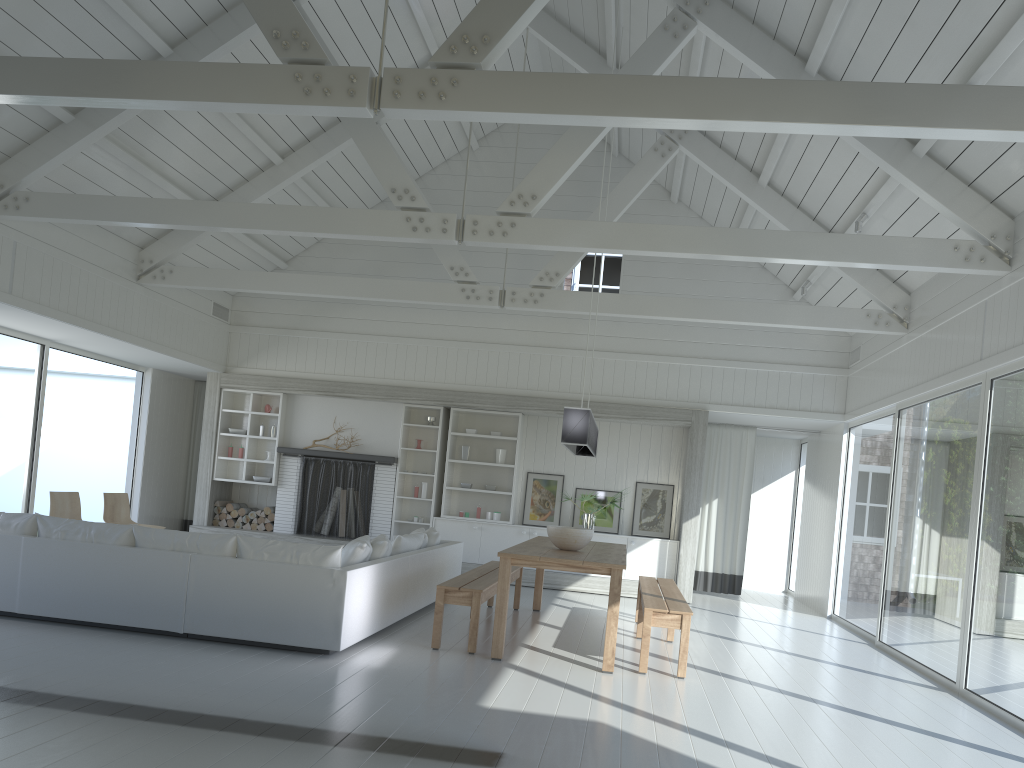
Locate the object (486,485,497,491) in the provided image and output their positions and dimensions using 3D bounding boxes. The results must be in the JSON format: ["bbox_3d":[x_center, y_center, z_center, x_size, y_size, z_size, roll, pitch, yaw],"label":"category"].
[{"bbox_3d":[-0.276,1.387,11.738,0.141,0.066,0.142,5,-6,8],"label":"object"}]

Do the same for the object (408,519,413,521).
[{"bbox_3d":[-1.353,1.814,11.734,0.054,0.025,0.054,5,-6,8],"label":"object"}]

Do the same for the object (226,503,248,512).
[{"bbox_3d":[-3.785,1.701,12.147,0.110,0.110,0.497,5,-7,6],"label":"object"}]

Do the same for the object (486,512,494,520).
[{"bbox_3d":[-0.283,1.739,11.632,0.091,0.095,0.091,2,-5,42],"label":"object"}]

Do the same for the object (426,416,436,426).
[{"bbox_3d":[-1.075,0.499,11.695,0.161,0.124,0.163,1,-6,40],"label":"object"}]

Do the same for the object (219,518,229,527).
[{"bbox_3d":[-3.872,1.920,12.169,0.134,0.146,0.551,5,-6,8],"label":"object"}]

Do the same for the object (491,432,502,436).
[{"bbox_3d":[-0.210,0.677,11.746,0.141,0.066,0.142,5,-6,8],"label":"object"}]

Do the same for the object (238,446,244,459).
[{"bbox_3d":[-3.671,0.914,11.951,0.054,0.196,0.054,5,-1,9],"label":"object"}]

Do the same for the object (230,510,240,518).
[{"bbox_3d":[-3.723,1.785,12.136,0.109,0.109,0.497,5,-7,6],"label":"object"}]

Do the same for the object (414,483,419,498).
[{"bbox_3d":[-1.268,1.413,11.729,0.054,0.196,0.054,5,-1,7],"label":"object"}]

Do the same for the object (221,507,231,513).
[{"bbox_3d":[-3.863,1.736,12.142,0.080,0.079,0.481,5,-7,6],"label":"object"}]

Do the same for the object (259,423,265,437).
[{"bbox_3d":[-3.380,0.616,11.920,0.054,0.196,0.054,5,-1,9],"label":"object"}]

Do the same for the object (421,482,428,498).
[{"bbox_3d":[-1.163,1.413,11.714,0.072,0.211,0.071,5,-1,7],"label":"object"}]

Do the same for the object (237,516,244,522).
[{"bbox_3d":[-3.642,1.849,12.111,0.080,0.079,0.481,5,-7,6],"label":"object"}]

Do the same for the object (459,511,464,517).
[{"bbox_3d":[-0.668,1.714,11.628,0.054,0.071,0.054,6,-3,-13],"label":"object"}]

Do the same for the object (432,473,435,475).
[{"bbox_3d":[-1.038,1.207,11.797,0.054,0.025,0.054,5,-6,8],"label":"object"}]

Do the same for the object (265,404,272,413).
[{"bbox_3d":[-3.293,0.336,11.906,0.059,0.126,0.231,7,-5,-37],"label":"object"}]

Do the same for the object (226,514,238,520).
[{"bbox_3d":[-3.790,1.825,12.137,0.080,0.079,0.481,5,-7,6],"label":"object"}]

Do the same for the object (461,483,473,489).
[{"bbox_3d":[-0.599,1.345,11.638,0.141,0.066,0.142,5,-6,8],"label":"object"}]

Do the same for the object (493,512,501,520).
[{"bbox_3d":[-0.197,1.729,11.553,0.085,0.111,0.086,3,-4,43],"label":"object"}]

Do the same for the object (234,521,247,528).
[{"bbox_3d":[-3.658,1.921,12.133,0.105,0.114,0.520,5,-7,7],"label":"object"}]

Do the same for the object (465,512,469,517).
[{"bbox_3d":[-0.597,1.728,11.645,0.058,0.061,0.057,6,-4,-15],"label":"object"}]

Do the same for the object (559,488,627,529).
[{"bbox_3d":[1.034,1.577,11.235,0.970,0.628,0.625,5,-4,5],"label":"object"}]

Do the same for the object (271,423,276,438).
[{"bbox_3d":[-3.216,0.629,11.899,0.054,0.196,0.054,5,-1,9],"label":"object"}]

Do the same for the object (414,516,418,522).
[{"bbox_3d":[-1.275,1.796,11.724,0.054,0.071,0.054,5,-3,7],"label":"object"}]

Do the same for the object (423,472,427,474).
[{"bbox_3d":[-1.162,1.191,11.758,0.054,0.025,0.054,5,-6,8],"label":"object"}]

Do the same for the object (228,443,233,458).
[{"bbox_3d":[-3.821,0.902,11.971,0.054,0.196,0.054,5,-1,9],"label":"object"}]

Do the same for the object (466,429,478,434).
[{"bbox_3d":[-0.534,0.635,11.645,0.141,0.066,0.142,5,-6,8],"label":"object"}]

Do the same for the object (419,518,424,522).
[{"bbox_3d":[-1.202,1.807,11.712,0.058,0.061,0.058,5,-4,7],"label":"object"}]

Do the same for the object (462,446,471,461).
[{"bbox_3d":[-0.610,0.920,11.649,0.102,0.196,0.103,5,-2,8],"label":"object"}]

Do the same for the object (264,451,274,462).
[{"bbox_3d":[-3.275,0.977,11.896,0.137,0.130,0.137,6,-4,-5],"label":"object"}]

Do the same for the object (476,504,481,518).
[{"bbox_3d":[-0.436,1.672,11.615,0.054,0.196,0.054,5,-1,7],"label":"object"}]

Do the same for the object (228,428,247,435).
[{"bbox_3d":[-3.714,0.654,11.979,0.242,0.072,0.243,6,-6,-7],"label":"object"}]

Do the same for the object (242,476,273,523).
[{"bbox_3d":[-3.464,1.588,12.071,0.341,0.642,0.614,6,-4,-7],"label":"object"}]

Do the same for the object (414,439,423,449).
[{"bbox_3d":[-1.238,0.808,11.737,0.138,0.130,0.136,9,-5,-40],"label":"object"}]

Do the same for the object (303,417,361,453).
[{"bbox_3d":[-2.308,0.662,11.639,0.786,0.502,0.457,7,-4,-23],"label":"object"}]

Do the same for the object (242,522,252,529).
[{"bbox_3d":[-3.534,1.965,12.124,0.134,0.146,0.551,5,-6,8],"label":"object"}]

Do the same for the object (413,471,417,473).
[{"bbox_3d":[-1.286,1.175,11.720,0.054,0.025,0.054,5,-6,8],"label":"object"}]

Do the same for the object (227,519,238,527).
[{"bbox_3d":[-3.771,1.911,12.140,0.110,0.110,0.497,5,-7,6],"label":"object"}]

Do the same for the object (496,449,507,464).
[{"bbox_3d":[-0.147,0.956,11.588,0.103,0.196,0.102,7,-2,-37],"label":"object"}]

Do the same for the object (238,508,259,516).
[{"bbox_3d":[-3.618,1.758,12.123,0.109,0.109,0.497,5,-7,6],"label":"object"}]

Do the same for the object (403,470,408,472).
[{"bbox_3d":[-1.410,1.159,11.681,0.054,0.025,0.054,5,-6,8],"label":"object"}]
